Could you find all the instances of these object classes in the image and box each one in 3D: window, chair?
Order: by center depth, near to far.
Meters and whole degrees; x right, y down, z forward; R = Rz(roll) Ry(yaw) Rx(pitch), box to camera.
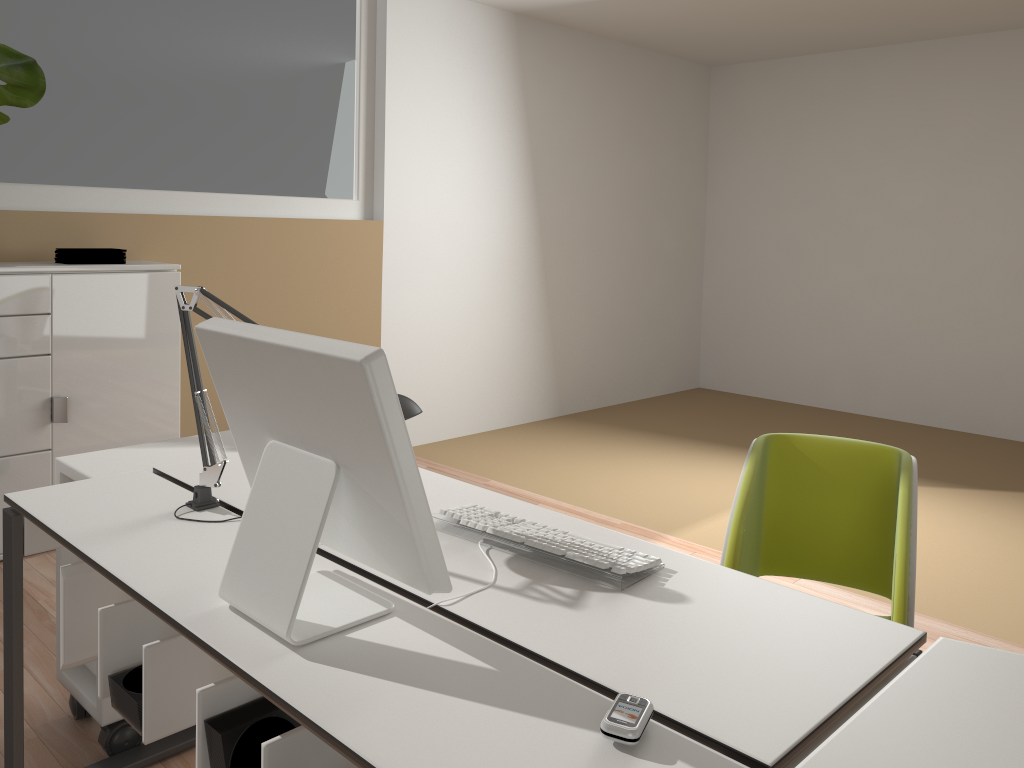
[{"bbox_3d":[0.644,0.568,1.863,0.622,0.803,0.603,3,6,19],"label":"chair"},{"bbox_3d":[-2.035,-1.606,3.619,0.045,1.781,3.654,4,8,44],"label":"window"}]

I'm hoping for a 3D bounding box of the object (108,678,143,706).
[{"bbox_3d":[-0.596,0.501,1.498,0.120,0.002,0.134,11,14,43],"label":"object"}]

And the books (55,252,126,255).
[{"bbox_3d":[-1.725,-0.535,3.602,0.158,0.008,0.223,11,14,43],"label":"books"}]

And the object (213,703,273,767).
[{"bbox_3d":[-0.360,0.532,1.268,0.040,0.112,0.133,5,8,44],"label":"object"}]

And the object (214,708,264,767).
[{"bbox_3d":[-0.357,0.533,1.265,0.040,0.112,0.133,5,8,44],"label":"object"}]

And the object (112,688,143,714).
[{"bbox_3d":[-0.593,0.512,1.496,0.120,0.002,0.134,11,14,43],"label":"object"}]

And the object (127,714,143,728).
[{"bbox_3d":[-0.589,0.533,1.492,0.120,0.002,0.134,11,14,43],"label":"object"}]

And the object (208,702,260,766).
[{"bbox_3d":[-0.370,0.530,1.278,0.040,0.112,0.133,5,8,44],"label":"object"}]

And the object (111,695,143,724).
[{"bbox_3d":[-0.590,0.526,1.494,0.120,0.002,0.134,11,14,43],"label":"object"}]

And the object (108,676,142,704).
[{"bbox_3d":[-0.597,0.496,1.499,0.120,0.002,0.134,11,14,43],"label":"object"}]

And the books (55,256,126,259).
[{"bbox_3d":[-1.723,-0.518,3.602,0.158,0.006,0.223,11,14,43],"label":"books"}]

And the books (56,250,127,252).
[{"bbox_3d":[-1.721,-0.545,3.601,0.158,0.007,0.223,11,14,43],"label":"books"}]

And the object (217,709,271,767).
[{"bbox_3d":[-0.350,0.534,1.258,0.040,0.112,0.133,5,8,44],"label":"object"}]

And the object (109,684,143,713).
[{"bbox_3d":[-0.594,0.510,1.496,0.120,0.002,0.134,11,14,43],"label":"object"}]

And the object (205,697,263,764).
[{"bbox_3d":[-0.377,0.529,1.284,0.040,0.112,0.133,5,8,44],"label":"object"}]

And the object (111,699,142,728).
[{"bbox_3d":[-0.589,0.533,1.492,0.120,0.002,0.134,11,14,43],"label":"object"}]

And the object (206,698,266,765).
[{"bbox_3d":[-0.373,0.529,1.281,0.040,0.112,0.133,5,8,44],"label":"object"}]

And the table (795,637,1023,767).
[{"bbox_3d":[0.682,0.807,0.837,0.816,0.682,0.931,8,10,41],"label":"table"}]

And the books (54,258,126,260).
[{"bbox_3d":[-1.725,-0.513,3.601,0.158,0.006,0.223,11,14,41],"label":"books"}]

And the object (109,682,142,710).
[{"bbox_3d":[-0.595,0.505,1.497,0.120,0.002,0.134,11,14,43],"label":"object"}]

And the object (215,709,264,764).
[{"bbox_3d":[-0.355,0.533,1.263,0.040,0.112,0.133,5,8,44],"label":"object"}]

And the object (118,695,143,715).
[{"bbox_3d":[-0.593,0.514,1.496,0.120,0.002,0.134,11,14,43],"label":"object"}]

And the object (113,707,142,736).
[{"bbox_3d":[-0.587,0.544,1.490,0.120,0.002,0.134,11,14,43],"label":"object"}]

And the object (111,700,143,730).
[{"bbox_3d":[-0.588,0.535,1.492,0.120,0.002,0.134,11,14,43],"label":"object"}]

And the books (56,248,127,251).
[{"bbox_3d":[-1.721,-0.551,3.602,0.158,0.006,0.223,11,14,43],"label":"books"}]

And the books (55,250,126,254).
[{"bbox_3d":[-1.725,-0.540,3.602,0.158,0.008,0.223,11,14,43],"label":"books"}]

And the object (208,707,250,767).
[{"bbox_3d":[-0.368,0.530,1.276,0.040,0.112,0.133,5,8,44],"label":"object"}]

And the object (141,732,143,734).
[{"bbox_3d":[-0.587,0.542,1.491,0.120,0.002,0.134,11,14,43],"label":"object"}]

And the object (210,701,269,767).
[{"bbox_3d":[-0.366,0.531,1.274,0.040,0.112,0.133,5,8,44],"label":"object"}]

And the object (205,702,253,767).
[{"bbox_3d":[-0.375,0.529,1.283,0.040,0.112,0.133,5,8,44],"label":"object"}]

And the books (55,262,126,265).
[{"bbox_3d":[-1.724,-0.496,3.601,0.158,0.007,0.223,11,14,43],"label":"books"}]

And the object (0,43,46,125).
[{"bbox_3d":[-2.142,-0.844,3.130,0.266,0.838,0.862,5,7,41],"label":"object"}]

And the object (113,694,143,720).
[{"bbox_3d":[-0.591,0.521,1.494,0.120,0.002,0.134,11,14,43],"label":"object"}]

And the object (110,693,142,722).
[{"bbox_3d":[-0.591,0.523,1.494,0.120,0.002,0.134,11,14,43],"label":"object"}]

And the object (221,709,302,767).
[{"bbox_3d":[-0.343,0.535,1.252,0.040,0.112,0.133,5,8,44],"label":"object"}]

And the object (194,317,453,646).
[{"bbox_3d":[-0.307,0.130,1.341,0.469,0.427,0.198,8,8,44],"label":"object"}]

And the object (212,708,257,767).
[{"bbox_3d":[-0.362,0.532,1.270,0.040,0.112,0.133,5,8,44],"label":"object"}]

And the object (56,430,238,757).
[{"bbox_3d":[-0.837,0.508,2.359,0.310,0.670,0.624,6,8,44],"label":"object"}]

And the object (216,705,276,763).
[{"bbox_3d":[-0.353,0.533,1.261,0.040,0.112,0.133,5,8,44],"label":"object"}]

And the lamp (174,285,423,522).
[{"bbox_3d":[-0.442,0.080,1.743,0.540,0.525,0.141,3,4,9],"label":"lamp"}]

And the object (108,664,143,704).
[{"bbox_3d":[-0.596,0.496,1.499,0.120,0.002,0.134,11,14,43],"label":"object"}]

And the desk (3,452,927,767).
[{"bbox_3d":[-0.237,0.644,1.613,1.613,0.680,0.808,10,11,44],"label":"desk"}]

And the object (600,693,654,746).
[{"bbox_3d":[0.137,0.395,1.043,0.047,0.021,0.085,5,10,23],"label":"object"}]

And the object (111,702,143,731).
[{"bbox_3d":[-0.588,0.537,1.492,0.120,0.002,0.134,11,14,43],"label":"object"}]

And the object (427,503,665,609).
[{"bbox_3d":[-0.030,0.323,1.546,0.459,0.079,0.390,9,13,39],"label":"object"}]

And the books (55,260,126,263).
[{"bbox_3d":[-1.725,-0.501,3.602,0.158,0.006,0.223,11,14,43],"label":"books"}]

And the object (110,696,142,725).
[{"bbox_3d":[-0.590,0.528,1.493,0.120,0.002,0.134,11,14,43],"label":"object"}]

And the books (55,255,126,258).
[{"bbox_3d":[-1.723,-0.523,3.602,0.158,0.006,0.223,11,14,43],"label":"books"}]

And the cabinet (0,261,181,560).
[{"bbox_3d":[-2.046,0.099,3.276,0.419,1.074,1.531,5,8,44],"label":"cabinet"}]

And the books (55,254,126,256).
[{"bbox_3d":[-1.723,-0.529,3.600,0.223,0.006,0.158,-8,14,-44],"label":"books"}]

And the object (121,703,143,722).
[{"bbox_3d":[-0.591,0.523,1.494,0.120,0.002,0.134,11,14,43],"label":"object"}]

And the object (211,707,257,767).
[{"bbox_3d":[-0.363,0.531,1.271,0.040,0.112,0.133,5,8,44],"label":"object"}]

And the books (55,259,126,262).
[{"bbox_3d":[-1.724,-0.507,3.602,0.158,0.006,0.223,11,14,43],"label":"books"}]

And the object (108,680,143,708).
[{"bbox_3d":[-0.595,0.503,1.498,0.120,0.002,0.134,11,14,43],"label":"object"}]

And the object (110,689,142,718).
[{"bbox_3d":[-0.592,0.517,1.495,0.120,0.002,0.134,11,14,43],"label":"object"}]

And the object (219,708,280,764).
[{"bbox_3d":[-0.347,0.534,1.255,0.040,0.112,0.133,5,8,44],"label":"object"}]

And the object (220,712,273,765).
[{"bbox_3d":[-0.344,0.535,1.252,0.040,0.112,0.133,5,8,44],"label":"object"}]

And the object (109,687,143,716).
[{"bbox_3d":[-0.593,0.514,1.496,0.120,0.002,0.134,11,14,43],"label":"object"}]

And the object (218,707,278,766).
[{"bbox_3d":[-0.349,0.534,1.257,0.040,0.112,0.133,5,8,44],"label":"object"}]
